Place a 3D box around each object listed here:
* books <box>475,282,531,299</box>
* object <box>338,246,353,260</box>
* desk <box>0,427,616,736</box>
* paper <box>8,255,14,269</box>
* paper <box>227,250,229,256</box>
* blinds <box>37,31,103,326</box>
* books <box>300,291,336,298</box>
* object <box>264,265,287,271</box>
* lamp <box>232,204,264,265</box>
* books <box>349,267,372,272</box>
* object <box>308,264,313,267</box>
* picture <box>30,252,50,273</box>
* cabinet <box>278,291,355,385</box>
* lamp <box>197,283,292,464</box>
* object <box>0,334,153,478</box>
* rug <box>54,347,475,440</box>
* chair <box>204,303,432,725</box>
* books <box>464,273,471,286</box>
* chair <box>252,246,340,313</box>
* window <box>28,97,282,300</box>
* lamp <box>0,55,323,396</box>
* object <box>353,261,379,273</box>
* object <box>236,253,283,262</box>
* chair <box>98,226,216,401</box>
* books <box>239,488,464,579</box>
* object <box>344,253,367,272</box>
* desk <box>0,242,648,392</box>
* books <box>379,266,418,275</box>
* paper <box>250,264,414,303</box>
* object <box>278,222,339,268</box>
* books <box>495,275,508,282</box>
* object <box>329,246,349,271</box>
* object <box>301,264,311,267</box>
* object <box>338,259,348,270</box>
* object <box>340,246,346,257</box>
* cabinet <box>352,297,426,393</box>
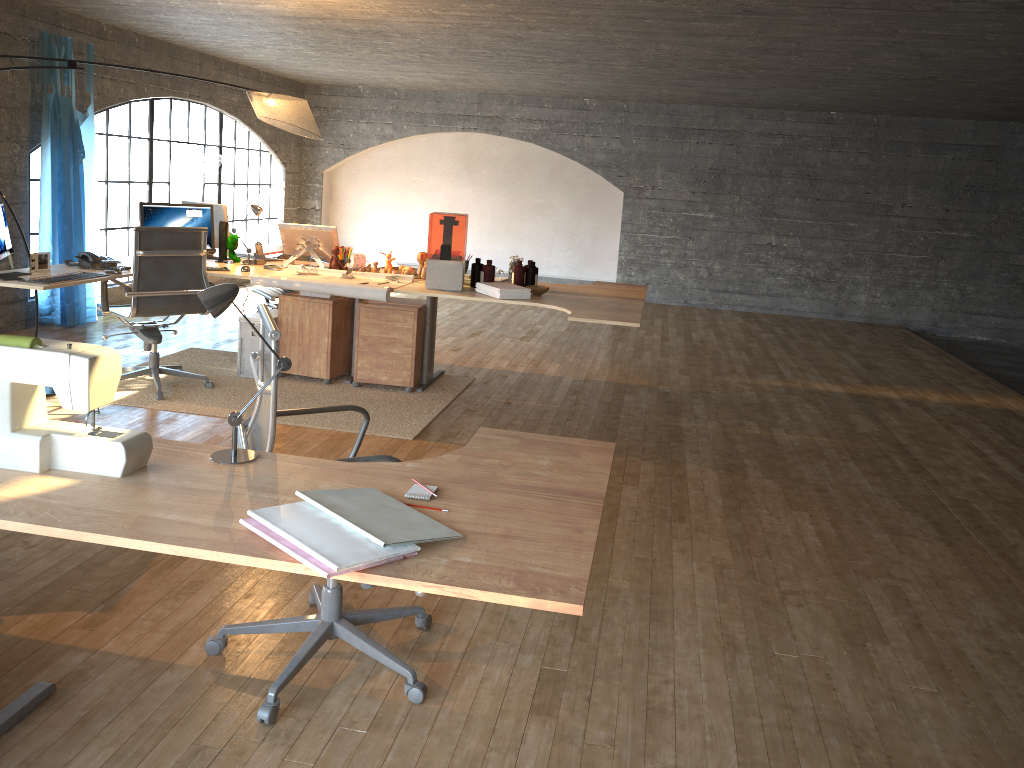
[{"bbox_3d":[-0.055,-0.560,5.280,0.221,0.057,0.314,-3,15,-29],"label":"books"},{"bbox_3d":[-1.127,-0.846,5.943,0.100,0.174,0.106,3,9,-4],"label":"object"},{"bbox_3d":[-1.484,0.373,2.542,3.514,0.729,1.659,6,12,10],"label":"desk"},{"bbox_3d":[-2.676,-0.653,4.721,0.018,0.073,0.079,1,11,-20],"label":"paper"},{"bbox_3d":[-1.986,-0.923,6.122,0.079,0.073,0.019,11,11,34],"label":"paper"},{"bbox_3d":[-3.532,-1.562,7.162,0.261,2.386,0.867,6,9,17],"label":"blinds"},{"bbox_3d":[-1.270,-0.660,5.979,0.220,0.108,0.314,6,13,10],"label":"books"},{"bbox_3d":[-1.547,-0.764,5.804,0.139,0.022,0.110,11,14,28],"label":"object"},{"bbox_3d":[-1.788,-1.015,5.971,0.208,0.403,0.106,7,9,20],"label":"lamp"},{"bbox_3d":[-1.072,-0.804,6.147,0.214,0.012,0.335,3,13,-4],"label":"books"},{"bbox_3d":[-1.403,-0.827,6.155,0.012,0.009,0.127,-2,14,-27],"label":"object"},{"bbox_3d":[-2.637,-0.678,4.911,0.032,0.103,0.161,5,11,9],"label":"picture"},{"bbox_3d":[-1.310,-0.331,6.031,0.426,0.564,0.479,7,10,17],"label":"cabinet"},{"bbox_3d":[-0.616,-0.028,2.026,0.207,0.403,0.107,3,8,-4],"label":"lamp"},{"bbox_3d":[-0.999,0.034,1.914,0.403,0.281,0.138,6,9,9],"label":"object"},{"bbox_3d":[-1.480,0.013,5.719,2.203,0.005,1.625,6,13,9],"label":"rug"},{"bbox_3d":[-0.512,0.300,2.548,0.684,1.001,0.663,0,10,-21],"label":"chair"},{"bbox_3d":[-0.321,-0.686,5.738,0.230,0.069,0.180,8,13,17],"label":"books"},{"bbox_3d":[-1.607,-0.624,6.586,0.686,0.847,0.662,-2,12,-34],"label":"chair"},{"bbox_3d":[-3.716,-1.163,5.243,3.913,1.824,12.446,2,13,-12],"label":"window"},{"bbox_3d":[-3.912,-0.807,4.290,6.250,1.907,0.390,-5,11,-34],"label":"lamp"},{"bbox_3d":[-0.976,-0.804,5.938,0.217,0.118,0.075,10,11,28],"label":"object"},{"bbox_3d":[-1.897,-0.921,6.407,0.494,0.011,0.188,13,15,34],"label":"object"},{"bbox_3d":[-2.205,-0.469,5.379,0.692,1.001,0.656,13,13,42],"label":"chair"},{"bbox_3d":[-0.298,0.262,1.666,0.311,0.044,0.319,16,18,43],"label":"books"},{"bbox_3d":[-1.038,-0.803,5.885,0.100,0.133,0.155,13,14,43],"label":"object"},{"bbox_3d":[-0.904,-0.340,5.833,3.474,0.728,3.308,6,13,9],"label":"desk"},{"bbox_3d":[-0.776,-0.771,6.003,0.291,0.053,0.263,-6,16,-39],"label":"books"},{"bbox_3d":[-1.097,-0.631,5.474,0.852,0.112,0.590,6,13,9],"label":"paper"},{"bbox_3d":[-1.386,-0.943,6.027,0.395,0.296,0.291,4,10,0],"label":"object"},{"bbox_3d":[-0.178,-0.713,5.955,0.318,0.044,0.311,7,13,14],"label":"books"},{"bbox_3d":[-1.160,-0.830,5.871,0.227,0.175,0.094,12,12,37],"label":"object"},{"bbox_3d":[-1.429,-0.814,6.056,0.108,0.024,0.098,9,14,23],"label":"object"},{"bbox_3d":[-1.135,-0.800,5.952,0.077,0.081,0.077,9,11,27],"label":"object"},{"bbox_3d":[-1.144,-0.879,6.101,0.105,0.142,0.105,1,10,-17],"label":"object"},{"bbox_3d":[-0.804,-0.271,5.926,0.427,0.564,0.432,5,10,7],"label":"cabinet"}]
